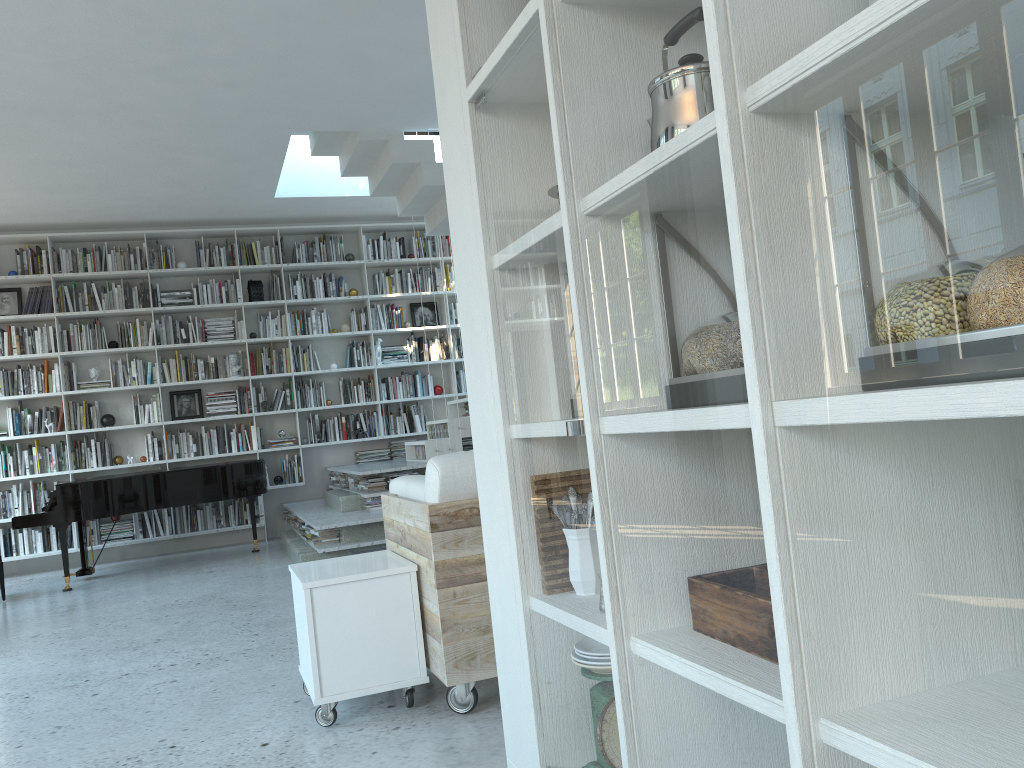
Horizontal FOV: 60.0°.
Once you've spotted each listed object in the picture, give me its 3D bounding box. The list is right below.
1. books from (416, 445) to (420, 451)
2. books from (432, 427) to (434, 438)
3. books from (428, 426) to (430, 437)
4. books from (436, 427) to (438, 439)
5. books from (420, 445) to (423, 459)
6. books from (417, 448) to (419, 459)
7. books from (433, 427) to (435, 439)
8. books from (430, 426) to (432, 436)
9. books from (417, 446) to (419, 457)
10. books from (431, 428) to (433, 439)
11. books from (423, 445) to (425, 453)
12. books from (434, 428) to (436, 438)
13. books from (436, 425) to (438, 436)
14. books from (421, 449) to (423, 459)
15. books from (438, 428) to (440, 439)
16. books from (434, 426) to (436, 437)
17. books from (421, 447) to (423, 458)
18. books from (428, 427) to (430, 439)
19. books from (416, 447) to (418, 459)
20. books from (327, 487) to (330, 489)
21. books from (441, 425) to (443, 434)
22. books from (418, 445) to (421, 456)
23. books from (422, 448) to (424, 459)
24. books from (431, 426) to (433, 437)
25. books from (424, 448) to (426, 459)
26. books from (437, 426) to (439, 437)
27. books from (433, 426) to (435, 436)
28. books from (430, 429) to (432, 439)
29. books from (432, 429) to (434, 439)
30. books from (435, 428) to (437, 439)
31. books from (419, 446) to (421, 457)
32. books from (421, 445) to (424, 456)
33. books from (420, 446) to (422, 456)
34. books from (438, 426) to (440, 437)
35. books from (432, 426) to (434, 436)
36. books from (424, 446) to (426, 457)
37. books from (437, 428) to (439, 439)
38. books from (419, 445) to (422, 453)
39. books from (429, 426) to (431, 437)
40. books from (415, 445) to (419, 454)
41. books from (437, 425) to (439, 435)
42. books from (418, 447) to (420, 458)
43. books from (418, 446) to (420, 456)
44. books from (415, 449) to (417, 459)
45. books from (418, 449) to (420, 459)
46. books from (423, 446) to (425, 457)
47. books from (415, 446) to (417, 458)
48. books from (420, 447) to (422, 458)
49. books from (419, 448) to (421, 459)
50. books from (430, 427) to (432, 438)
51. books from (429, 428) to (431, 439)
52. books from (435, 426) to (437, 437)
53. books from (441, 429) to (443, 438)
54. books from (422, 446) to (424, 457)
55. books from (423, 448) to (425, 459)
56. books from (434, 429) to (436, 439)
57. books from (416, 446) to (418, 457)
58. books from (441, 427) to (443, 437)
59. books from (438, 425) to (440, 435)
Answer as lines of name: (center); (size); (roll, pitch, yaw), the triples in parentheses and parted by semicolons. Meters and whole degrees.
books: (-0.858, 0.652, 8.552); (0.125, 0.125, 0.008); (-6, -2, -19)
books: (-0.696, 0.457, 8.485); (0.125, 0.125, 0.009); (-6, -2, -19)
books: (-0.746, 0.468, 8.629); (0.125, 0.125, 0.007); (-6, -2, -19)
books: (-0.647, 0.446, 8.343); (0.125, 0.125, 0.014); (-6, -2, -19)
books: (-0.802, 0.640, 8.391); (0.125, 0.125, 0.008); (-6, -2, -19)
books: (-0.842, 0.649, 8.507); (0.125, 0.125, 0.007); (-6, -2, -19)
books: (-0.683, 0.454, 8.449); (0.125, 0.125, 0.008); (-6, -2, -19)
books: (-0.719, 0.462, 8.552); (0.125, 0.125, 0.007); (-6, -2, -19)
books: (-0.840, 0.648, 8.500); (0.125, 0.125, 0.008); (-6, -2, -19)
books: (-0.711, 0.460, 8.528); (0.125, 0.125, 0.010); (-6, -2, -19)
books: (-0.767, 0.632, 8.289); (0.125, 0.125, 0.008); (-6, -2, -19)
books: (-0.671, 0.451, 8.413); (0.125, 0.125, 0.008); (-6, -2, -19)
books: (-0.643, 0.445, 8.332); (0.125, 0.125, 0.010); (-6, -2, -19)
books: (-0.789, 0.637, 8.354); (0.125, 0.125, 0.008); (-6, -2, -19)
books: (-0.622, 0.440, 8.272); (0.125, 0.125, 0.008); (-6, -2, -19)
books: (-0.669, 0.451, 8.406); (0.125, 0.125, 0.008); (-6, -2, -19)
books: (-0.787, 0.636, 8.347); (0.125, 0.125, 0.008); (-6, -2, -19)
books: (-0.748, 0.468, 8.636); (0.125, 0.125, 0.008); (-6, -2, -19)
books: (-0.856, 0.652, 8.546); (0.125, 0.125, 0.008); (-6, -2, -19)
books: (-1.813, 1.060, 9.161); (0.174, 0.009, 0.240); (-6, -2, -17)
books: (-0.581, 0.431, 8.154); (0.125, 0.125, 0.018); (-6, -2, -19)
books: (-0.837, 0.648, 8.493); (0.125, 0.125, 0.008); (-6, -2, -19)
books: (-0.774, 0.634, 8.310); (0.125, 0.125, 0.008); (-6, -2, -19)
books: (-0.707, 0.459, 8.518); (0.125, 0.125, 0.010); (-6, -2, -19)
books: (-0.749, 0.628, 8.237); (0.125, 0.125, 0.008); (-6, -2, -19)
books: (-0.633, 0.443, 8.302); (0.125, 0.125, 0.010); (-6, -2, -19)
books: (-0.681, 0.453, 8.441); (0.125, 0.125, 0.008); (-6, -2, -19)
books: (-0.724, 0.463, 8.566); (0.125, 0.125, 0.007); (-6, -2, -19)
books: (-0.698, 0.457, 8.492); (0.125, 0.125, 0.009); (-6, -2, -19)
books: (-0.659, 0.449, 8.379); (0.125, 0.125, 0.010); (-6, -2, -19)
books: (-0.812, 0.642, 8.421); (0.125, 0.125, 0.008); (-6, -2, -19)
books: (-0.784, 0.636, 8.339); (0.125, 0.125, 0.008); (-6, -2, -19)
books: (-0.797, 0.639, 8.376); (0.125, 0.125, 0.008); (-6, -2, -19)
books: (-0.620, 0.440, 8.265); (0.125, 0.125, 0.008); (-6, -2, -19)
books: (-0.693, 0.456, 8.477); (0.125, 0.125, 0.007); (-6, -2, -19)
books: (-0.746, 0.627, 8.230); (0.125, 0.125, 0.008); (-6, -2, -19)
books: (-0.635, 0.443, 8.309); (0.125, 0.125, 0.007); (-6, -2, -19)
books: (-0.820, 0.644, 8.442); (0.125, 0.125, 0.008); (-6, -2, -19)
books: (-0.733, 0.465, 8.592); (0.125, 0.125, 0.010); (-6, -2, -19)
books: (-0.876, 0.656, 8.606); (0.125, 0.125, 0.007); (-6, -2, -19)
books: (-0.630, 0.442, 8.293); (0.125, 0.125, 0.008); (-6, -2, -19)
books: (-0.827, 0.645, 8.463); (0.125, 0.125, 0.007); (-6, -2, -19)
books: (-0.825, 0.645, 8.456); (0.125, 0.125, 0.007); (-6, -2, -19)
books: (-0.872, 0.655, 8.592); (0.125, 0.125, 0.008); (-6, -2, -19)
books: (-0.829, 0.646, 8.470); (0.125, 0.125, 0.008); (-6, -2, -19)
books: (-0.759, 0.630, 8.267); (0.125, 0.125, 0.007); (-6, -2, -19)
books: (-0.869, 0.654, 8.583); (0.125, 0.125, 0.010); (-6, -2, -19)
books: (-0.799, 0.639, 8.383); (0.125, 0.125, 0.009); (-6, -2, -19)
books: (-0.815, 0.643, 8.428); (0.125, 0.125, 0.007); (-6, -2, -19)
books: (-0.722, 0.462, 8.559); (0.125, 0.125, 0.007); (-6, -2, -19)
books: (-0.736, 0.466, 8.601); (0.125, 0.125, 0.008); (-6, -2, -19)
books: (-0.657, 0.448, 8.372); (0.125, 0.125, 0.009); (-6, -2, -19)
books: (-0.588, 0.433, 8.172); (0.125, 0.125, 0.007); (-6, -2, -19)
books: (-0.772, 0.633, 8.303); (0.125, 0.125, 0.009); (-6, -2, -19)
books: (-0.762, 0.631, 8.275); (0.125, 0.125, 0.007); (-6, -2, -19)
books: (-0.673, 0.452, 8.419); (0.125, 0.125, 0.007); (-6, -2, -19)
books: (-0.853, 0.651, 8.538); (0.125, 0.125, 0.010); (-6, -2, -19)
books: (-0.585, 0.432, 8.163); (0.125, 0.125, 0.012); (-6, -2, -19)
books: (-0.617, 0.439, 8.257); (0.125, 0.125, 0.007); (-6, -2, -19)
